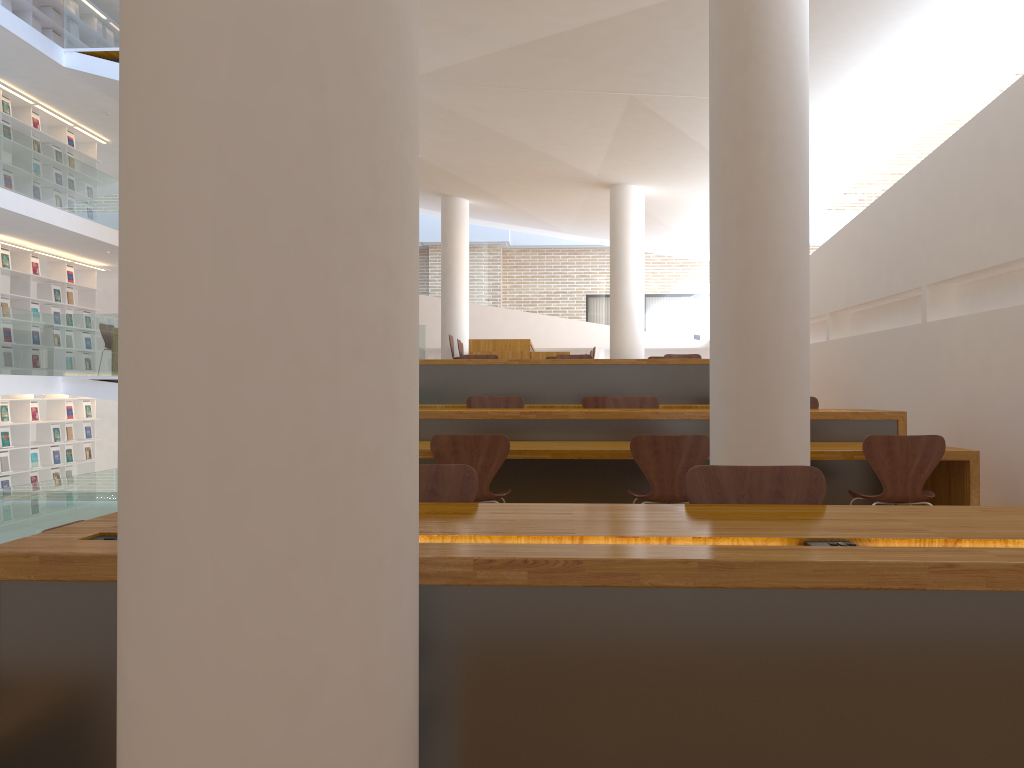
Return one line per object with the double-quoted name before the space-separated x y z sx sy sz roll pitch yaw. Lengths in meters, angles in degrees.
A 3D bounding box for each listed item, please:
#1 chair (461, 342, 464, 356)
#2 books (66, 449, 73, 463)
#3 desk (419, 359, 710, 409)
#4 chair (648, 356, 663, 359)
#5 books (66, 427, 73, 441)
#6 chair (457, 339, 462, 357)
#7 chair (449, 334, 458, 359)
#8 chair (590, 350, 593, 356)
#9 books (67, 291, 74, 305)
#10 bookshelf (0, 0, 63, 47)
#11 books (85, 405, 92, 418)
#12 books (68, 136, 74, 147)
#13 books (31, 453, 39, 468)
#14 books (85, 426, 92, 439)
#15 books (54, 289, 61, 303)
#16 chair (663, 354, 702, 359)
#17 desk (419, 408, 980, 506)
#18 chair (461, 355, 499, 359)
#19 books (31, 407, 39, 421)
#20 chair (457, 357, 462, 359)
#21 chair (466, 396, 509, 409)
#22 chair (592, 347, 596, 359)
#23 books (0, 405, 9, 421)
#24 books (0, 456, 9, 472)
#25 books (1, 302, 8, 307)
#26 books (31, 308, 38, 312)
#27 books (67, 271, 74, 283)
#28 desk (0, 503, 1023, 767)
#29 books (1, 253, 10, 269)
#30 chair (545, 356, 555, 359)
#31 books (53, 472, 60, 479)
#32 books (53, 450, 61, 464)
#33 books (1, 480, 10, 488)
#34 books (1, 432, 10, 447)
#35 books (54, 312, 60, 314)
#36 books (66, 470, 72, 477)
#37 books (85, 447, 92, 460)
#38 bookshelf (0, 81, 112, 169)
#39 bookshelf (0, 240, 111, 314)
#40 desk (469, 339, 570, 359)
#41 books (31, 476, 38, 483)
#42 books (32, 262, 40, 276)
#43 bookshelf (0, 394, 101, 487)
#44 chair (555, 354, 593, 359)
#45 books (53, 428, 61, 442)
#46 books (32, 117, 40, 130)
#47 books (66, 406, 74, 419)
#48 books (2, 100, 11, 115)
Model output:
"chair" -0.578 -0.271 13.032 0.381 0.693 0.428 0 0 3
"books" -6.712 1.094 13.449 0.037 0.210 0.145 0 0 3
"desk" 0.666 0.283 8.244 3.216 1.022 1.248 0 0 3
"chair" 1.683 0.046 9.867 0.428 0.693 0.381 0 0 3
"books" -6.714 0.757 13.467 0.037 0.210 0.145 0 0 3
"chair" -0.571 -0.277 12.349 0.381 0.693 0.428 0 0 3
"chair" -0.617 -0.285 11.378 0.381 0.693 0.428 0 0 3
"chair" 0.956 -0.131 12.628 0.381 0.693 0.428 0 0 3
"books" -6.714 -1.294 13.484 0.037 0.210 0.145 0 0 3
"bookshelf" -6.780 -5.061 12.852 0.498 1.836 2.984 0 0 3
"books" -6.689 0.442 14.006 0.037 0.210 0.145 0 0 3
"books" -6.714 -3.659 13.504 0.037 0.210 0.145 0 0 3
"books" -6.758 1.079 12.556 0.037 0.210 0.145 0 0 3
"books" -6.686 0.778 14.003 0.037 0.210 0.145 0 0 3
"books" -6.731 -1.297 13.134 0.037 0.210 0.145 0 0 3
"chair" 1.735 0.038 8.900 0.428 0.693 0.381 0 0 3
"desk" 0.754 0.554 5.265 3.243 0.785 1.527 0 0 3
"chair" -0.339 0.039 9.037 0.428 0.693 0.381 0 0 3
"books" -6.758 0.435 12.562 0.037 0.210 0.145 0 0 3
"chair" -0.407 0.047 9.928 0.428 0.693 0.381 0 0 3
"chair" -0.181 0.450 7.623 0.428 0.693 0.381 0 0 3
"chair" 0.909 -0.139 11.658 0.381 0.693 0.428 0 0 3
"books" -6.791 0.393 11.867 0.037 0.210 0.145 0 0 3
"books" -6.787 1.078 11.870 0.037 0.210 0.145 0 0 3
"books" -6.791 -0.981 11.875 0.037 0.210 0.145 0 0 3
"books" -6.758 -0.972 12.573 0.037 0.210 0.145 0 0 3
"books" -6.714 -1.609 13.486 0.037 0.210 0.145 0 0 3
"desk" 0.628 0.609 1.892 3.185 0.606 0.760 0 0 3
"books" -6.790 -1.639 11.892 0.037 0.210 0.145 0 0 3
"chair" 0.563 0.046 9.881 0.428 0.693 0.381 0 0 3
"books" -6.728 1.416 13.115 0.037 0.210 0.145 0 0 3
"books" -6.728 1.091 13.114 0.037 0.210 0.145 0 0 3
"books" -6.786 1.398 11.892 0.037 0.210 0.145 0 0 3
"books" -6.786 0.747 11.888 0.037 0.210 0.145 0 0 3
"books" -6.728 -0.961 13.131 0.037 0.210 0.145 0 0 3
"books" -6.712 1.419 13.446 0.037 0.210 0.145 0 0 3
"books" -6.686 1.103 14.004 0.037 0.210 0.145 0 0 3
"bookshelf" -6.780 -3.046 12.835 0.498 1.836 2.984 0 0 3
"bookshelf" -6.780 -0.999 12.817 0.498 1.836 2.984 0 0 3
"desk" 0.164 -0.158 12.477 1.247 0.762 3.194 0 0 3
"books" -6.758 1.408 12.553 0.037 0.210 0.145 0 0 3
"books" -6.758 -1.617 12.579 0.037 0.210 0.145 0 0 3
"bookshelf" -6.780 1.062 12.800 0.498 1.836 2.984 0 0 3
"chair" 0.632 0.039 8.991 0.428 0.693 0.381 0 0 3
"books" -6.731 0.754 13.117 0.037 0.210 0.145 0 0 3
"books" -6.758 -3.666 12.596 0.037 0.210 0.145 0 0 3
"books" -6.714 0.442 13.469 0.037 0.210 0.145 0 0 3
"books" -6.790 -3.688 11.909 0.037 0.210 0.145 0 0 3
